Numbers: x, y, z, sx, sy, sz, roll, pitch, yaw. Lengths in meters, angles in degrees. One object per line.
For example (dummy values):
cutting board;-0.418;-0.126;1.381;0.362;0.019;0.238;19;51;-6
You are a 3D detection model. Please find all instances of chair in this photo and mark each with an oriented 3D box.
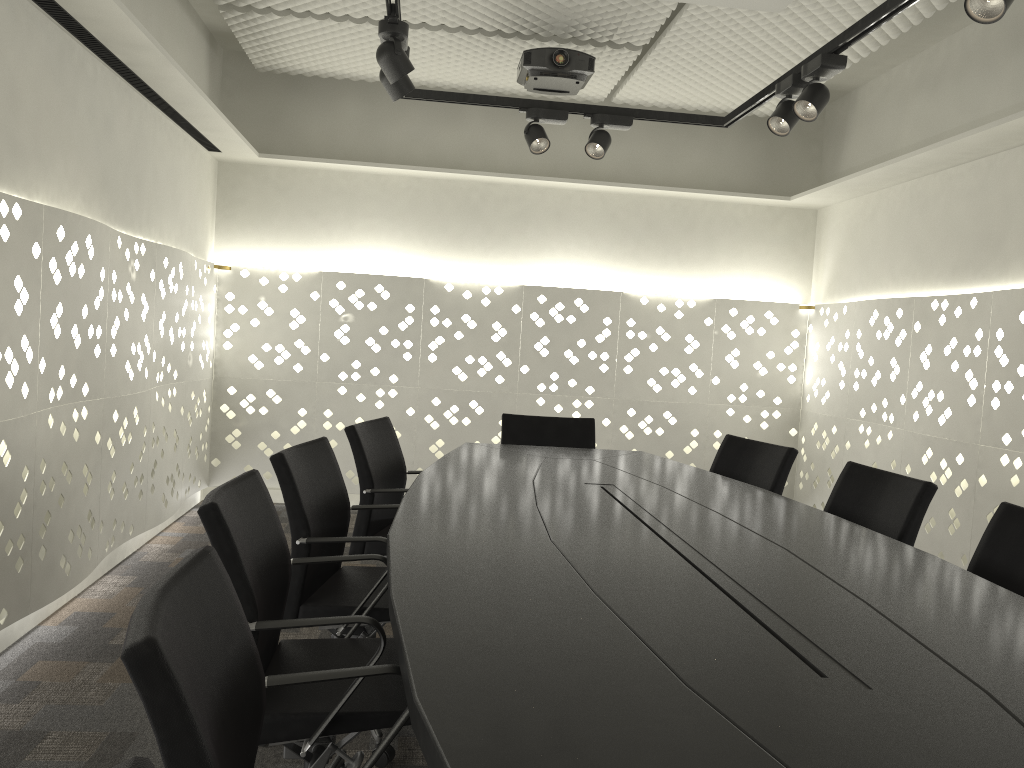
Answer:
chair;-0.381;0.589;1.835;0.579;0.757;0.559;4;3;-1
chair;0.731;0.584;3.300;0.579;0.757;0.559;3;3;-16
chair;-0.336;0.522;3.206;0.579;0.757;0.559;4;3;14
chair;1.020;0.669;1.981;0.579;0.757;0.559;4;3;-1
chair;0.915;0.629;2.642;0.579;0.757;0.559;3;3;-6
chair;-0.048;0.673;0.573;0.579;0.757;0.559;3;3;-16
chair;-0.399;0.555;2.472;0.579;0.757;0.559;4;3;9
chair;0.173;0.528;3.719;0.559;0.757;0.579;4;3;-1
chair;-0.232;0.632;1.158;0.579;0.757;0.559;3;3;-6

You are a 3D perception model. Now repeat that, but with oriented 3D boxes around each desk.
desk;0.324;0.678;1.948;1.223;0.658;3.364;3;3;-6

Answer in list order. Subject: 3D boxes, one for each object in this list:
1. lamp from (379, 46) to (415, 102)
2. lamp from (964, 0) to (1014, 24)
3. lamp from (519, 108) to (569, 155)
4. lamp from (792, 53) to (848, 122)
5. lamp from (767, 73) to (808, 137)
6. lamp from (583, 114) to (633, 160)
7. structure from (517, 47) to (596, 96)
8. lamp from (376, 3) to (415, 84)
lamp;-0.395;-1.090;3.091;0.126;0.224;0.213;3;3;-3
lamp;1.109;-0.942;2.014;0.126;0.224;0.213;3;3;-3
lamp;0.131;-1.092;3.787;0.213;0.224;0.126;3;3;-3
lamp;1.013;-0.996;2.965;0.126;0.224;0.213;3;3;-3
lamp;0.991;-1.008;3.187;0.126;0.224;0.213;3;3;-3
lamp;0.412;-1.077;3.826;0.214;0.224;0.118;3;3;-17
structure;0.197;-1.443;4.101;0.327;0.144;0.371;3;3;-6
lamp;-0.373;-1.078;2.870;0.126;0.224;0.213;3;3;-3
